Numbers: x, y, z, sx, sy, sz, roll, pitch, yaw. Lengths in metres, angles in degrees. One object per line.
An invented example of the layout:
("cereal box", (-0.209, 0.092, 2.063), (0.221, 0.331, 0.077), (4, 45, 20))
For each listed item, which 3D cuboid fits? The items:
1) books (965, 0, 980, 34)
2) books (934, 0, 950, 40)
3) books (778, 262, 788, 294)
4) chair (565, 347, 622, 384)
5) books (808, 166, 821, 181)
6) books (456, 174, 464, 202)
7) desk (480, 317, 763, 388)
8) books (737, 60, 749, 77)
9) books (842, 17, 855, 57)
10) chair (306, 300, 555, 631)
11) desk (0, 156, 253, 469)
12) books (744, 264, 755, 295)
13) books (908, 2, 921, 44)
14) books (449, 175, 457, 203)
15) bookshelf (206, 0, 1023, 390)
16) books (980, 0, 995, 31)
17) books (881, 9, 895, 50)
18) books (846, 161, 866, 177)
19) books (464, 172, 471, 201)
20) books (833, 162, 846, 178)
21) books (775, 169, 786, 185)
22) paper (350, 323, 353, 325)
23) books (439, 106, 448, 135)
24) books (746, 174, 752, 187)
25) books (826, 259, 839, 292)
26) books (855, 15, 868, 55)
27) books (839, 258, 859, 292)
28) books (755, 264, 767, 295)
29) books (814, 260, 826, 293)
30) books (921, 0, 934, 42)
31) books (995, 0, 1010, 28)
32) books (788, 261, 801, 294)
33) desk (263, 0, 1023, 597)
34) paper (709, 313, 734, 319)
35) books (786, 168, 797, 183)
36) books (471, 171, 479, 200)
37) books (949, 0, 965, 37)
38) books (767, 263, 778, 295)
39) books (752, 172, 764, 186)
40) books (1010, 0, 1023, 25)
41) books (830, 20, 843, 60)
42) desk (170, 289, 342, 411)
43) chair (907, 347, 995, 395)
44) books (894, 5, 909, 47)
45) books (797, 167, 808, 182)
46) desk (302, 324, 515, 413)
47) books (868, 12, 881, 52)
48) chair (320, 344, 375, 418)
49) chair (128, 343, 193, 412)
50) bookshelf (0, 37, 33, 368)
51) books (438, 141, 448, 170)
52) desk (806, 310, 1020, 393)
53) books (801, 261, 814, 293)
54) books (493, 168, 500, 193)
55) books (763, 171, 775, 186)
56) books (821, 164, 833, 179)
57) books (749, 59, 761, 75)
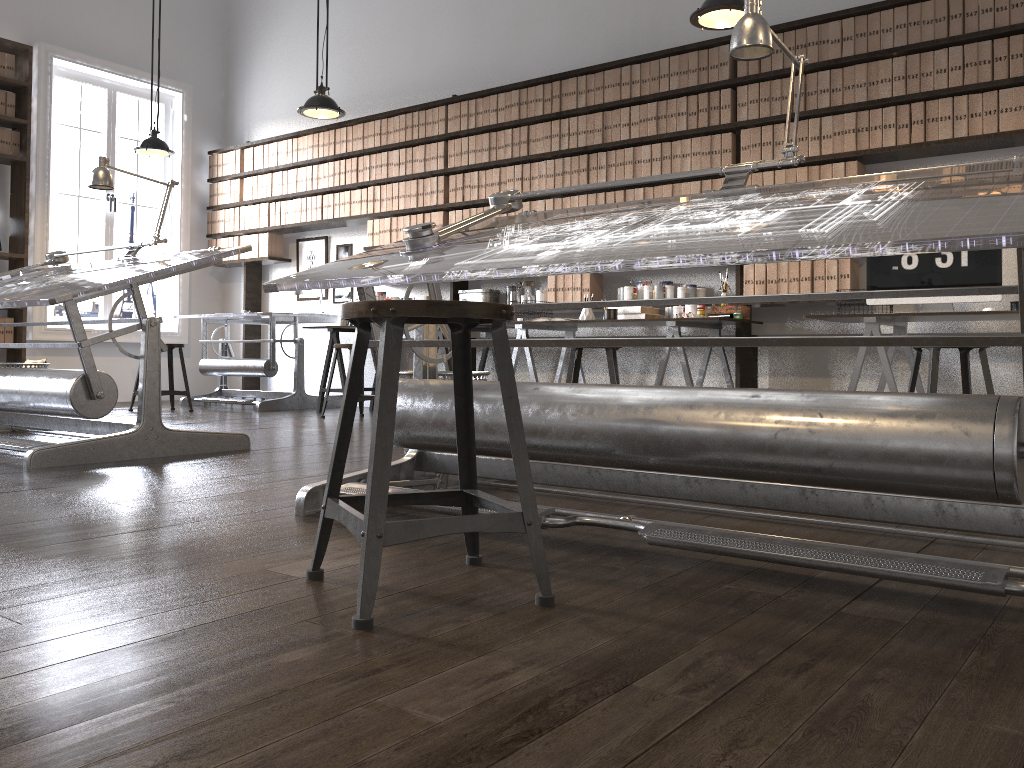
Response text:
("books", (2.480, -1.964, 4.750), (0.066, 0.226, 0.174), (0, -1, 37))
("books", (2.361, -1.967, 4.839), (0.066, 0.226, 0.174), (0, -1, 37))
("books", (1.656, -0.611, 5.318), (0.066, 0.226, 0.174), (0, -1, 37))
("chair", (0.455, 0.034, 4.953), (0.372, 0.528, 0.358), (0, 0, 10))
("books", (1.809, -1.159, 5.224), (0.066, 0.226, 0.174), (0, -1, 37))
("books", (-0.350, -1.494, 6.833), (0.067, 0.226, 0.174), (0, -1, 37))
("desk", (0.650, -0.054, 5.574), (1.668, 0.670, 0.655), (1, 1, 37))
("books", (1.467, -1.994, 5.505), (0.066, 0.226, 0.174), (0, -1, 37))
("books", (1.970, -1.979, 5.124), (0.067, 0.226, 0.174), (0, -1, 37))
("chair", (-0.155, 0.121, 1.610), (0.358, 0.528, 0.371), (1, 0, -25))
("desk", (-2.243, -0.408, 4.281), (2.280, 1.388, 1.076), (1, 0, 37))
("books", (1.488, -0.616, 5.441), (0.066, 0.226, 0.174), (0, -1, 37))
("books", (2.254, -1.970, 4.911), (0.067, 0.226, 0.174), (0, -1, 37))
("books", (-0.406, -1.496, 6.882), (0.066, 0.226, 0.174), (0, -1, 37))
("bookshelf", (0.787, -0.619, 6.070), (9.178, 3.211, 0.373), (1, -1, 37))
("books", (2.535, -1.962, 4.704), (0.066, 0.226, 0.174), (0, -1, 37))
("books", (2.139, -1.974, 5.000), (0.066, 0.226, 0.174), (0, -1, 37))
("books", (1.980, -1.154, 5.097), (0.066, 0.226, 0.174), (0, -1, 37))
("books", (-0.286, -1.493, 6.793), (0.066, 0.226, 0.174), (0, -1, 37))
("books", (1.920, -1.156, 5.136), (0.066, 0.226, 0.174), (0, -1, 37))
("books", (1.649, -1.164, 5.339), (0.066, 0.226, 0.174), (0, -1, 37))
("paper", (-1.222, -0.463, 6.923), (0.155, 0.038, 0.137), (1, 1, 22))
("books", (-0.492, -2.051, 6.955), (0.066, 0.226, 0.174), (0, -1, 37))
("books", (1.481, -1.169, 5.469), (0.066, 0.226, 0.174), (0, -1, 37))
("books", (1.884, -0.604, 5.145), (0.066, 0.226, 0.174), (0, -1, 37))
("books", (2.029, -1.977, 5.085), (0.066, 0.226, 0.174), (0, -1, 37))
("books", (1.943, -0.602, 5.107), (0.066, 0.226, 0.174), (0, -1, 37))
("books", (1.545, -0.614, 5.395), (0.066, 0.226, 0.174), (0, -1, 37))
("books", (1.829, -0.606, 5.192), (0.066, 0.226, 0.174), (0, -1, 37))
("books", (2.307, -1.969, 4.876), (0.066, 0.226, 0.174), (0, -1, 37))
("books", (2.594, -1.960, 4.665), (0.066, 0.226, 0.174), (0, -1, 37))
("books", (1.710, -0.609, 5.281), (0.066, 0.226, 0.174), (0, -1, 37))
("desk", (0.446, -0.328, 2.279), (2.069, 1.388, 1.076), (1, 0, 37))
("paper", (1.181, -0.392, 5.134), (0.137, 0.038, 0.155), (-1, 2, -39))
("books", (1.700, -1.162, 5.303), (0.066, 0.226, 0.174), (0, -1, 37))
("books", (-0.232, -1.491, 6.747), (0.066, 0.226, 0.174), (0, -1, 37))
("books", (2.417, -1.965, 4.791), (0.067, 0.226, 0.174), (0, -1, 37))
("books", (1.602, -0.612, 5.352), (0.067, 0.226, 0.174), (0, -1, 37))
("books", (1.536, -1.167, 5.426), (0.066, 0.226, 0.174), (0, -1, 37))
("books", (2.651, -1.959, 4.623), (0.066, 0.226, 0.174), (0, -1, 37))
("books", (1.913, -1.980, 5.168), (0.066, 0.226, 0.174), (0, -1, 37))
("desk", (-2.093, -0.353, 7.585), (1.269, 1.099, 1.070), (1, 0, 37))
("chair", (1.924, 0.077, 3.892), (0.358, 0.528, 0.371), (0, 0, 5))
("books", (2.195, -1.972, 4.954), (0.066, 0.226, 0.174), (0, -1, 37))
("books", (1.751, -1.161, 5.259), (0.067, 0.226, 0.174), (0, -1, 37))
("desk", (-0.766, -0.096, 6.628), (1.668, 0.670, 0.655), (1, 1, 37))
("books", (2.086, -1.975, 5.045), (0.066, 0.226, 0.174), (0, -1, 37))
("chair", (-1.087, -0.014, 6.188), (0.358, 0.528, 0.371), (1, -1, -45))
("chair", (-2.671, -0.044, 6.756), (0.358, 0.528, 0.371), (1, -1, -45))
("bookshelf", (-4.920, -0.939, 6.481), (0.412, 3.727, 2.472), (-1, -1, 37))
("books", (-0.500, -1.774, 6.954), (0.067, 0.226, 0.174), (0, -1, 37))
("desk", (2.367, -0.004, 4.295), (1.668, 0.670, 0.655), (1, 1, 37))
("books", (1.766, -0.608, 5.232), (0.067, 0.226, 0.174), (0, -1, 37))
("books", (-0.065, -1.486, 6.620), (0.067, 0.226, 0.174), (0, -1, 37))
("books", (1.590, -1.166, 5.381), (0.067, 0.226, 0.174), (0, -1, 37))
("books", (1.866, -1.158, 5.181), (0.066, 0.226, 0.174), (0, -1, 37))
("books", (1.523, -1.992, 5.456), (0.067, 0.226, 0.174), (0, -1, 37))
